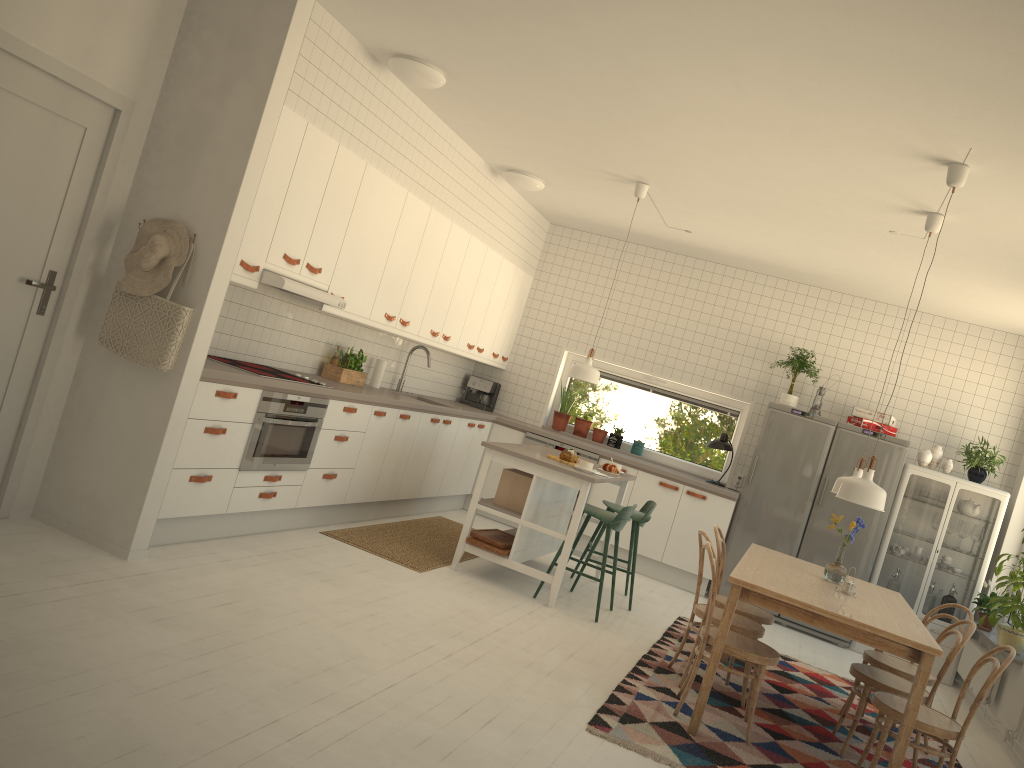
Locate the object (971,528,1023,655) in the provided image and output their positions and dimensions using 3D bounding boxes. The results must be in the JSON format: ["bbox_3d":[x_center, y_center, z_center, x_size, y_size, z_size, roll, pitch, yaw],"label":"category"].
[{"bbox_3d":[3.409,1.378,5.934,0.485,0.841,0.615,17,0,-2],"label":"object"}]

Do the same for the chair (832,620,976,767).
[{"bbox_3d":[1.949,1.497,4.446,0.484,0.810,0.385,17,0,17],"label":"chair"}]

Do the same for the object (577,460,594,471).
[{"bbox_3d":[0.484,0.538,5.830,0.098,0.064,0.094,17,0,-23],"label":"object"}]

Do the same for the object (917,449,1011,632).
[{"bbox_3d":[3.482,1.202,6.906,0.944,1.208,0.261,17,0,35],"label":"object"}]

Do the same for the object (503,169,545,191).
[{"bbox_3d":[0.090,-1.628,7.152,0.351,0.101,0.352,17,0,-29],"label":"object"}]

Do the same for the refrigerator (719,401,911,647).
[{"bbox_3d":[2.520,1.177,7.574,1.146,1.778,0.559,17,0,19],"label":"refrigerator"}]

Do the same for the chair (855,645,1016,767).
[{"bbox_3d":[1.860,1.473,3.947,0.484,0.810,0.385,17,0,22],"label":"chair"}]

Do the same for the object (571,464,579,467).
[{"bbox_3d":[0.431,0.543,5.862,0.132,0.011,0.028,17,0,-32],"label":"object"}]

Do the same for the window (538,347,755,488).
[{"bbox_3d":[1.279,0.305,8.504,1.899,0.816,0.293,17,0,19],"label":"window"}]

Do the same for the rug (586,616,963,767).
[{"bbox_3d":[1.555,1.801,4.818,1.750,0.035,3.023,17,0,19],"label":"rug"}]

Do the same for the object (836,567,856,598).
[{"bbox_3d":[1.731,1.007,4.549,0.095,0.138,0.154,17,0,19],"label":"object"}]

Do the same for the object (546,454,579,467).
[{"bbox_3d":[0.394,0.539,6.110,0.237,0.019,0.306,17,1,36],"label":"object"}]

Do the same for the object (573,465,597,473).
[{"bbox_3d":[0.478,0.566,5.831,0.160,0.020,0.160,17,0,-15],"label":"object"}]

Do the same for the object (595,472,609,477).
[{"bbox_3d":[0.570,0.600,5.971,0.167,0.005,0.167,17,0,15],"label":"object"}]

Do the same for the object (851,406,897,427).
[{"bbox_3d":[3.055,0.282,7.483,0.312,0.082,0.307,17,0,32],"label":"object"}]

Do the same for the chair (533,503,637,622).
[{"bbox_3d":[0.516,1.096,5.848,0.446,0.752,0.485,17,0,19],"label":"chair"}]

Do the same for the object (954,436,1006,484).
[{"bbox_3d":[3.799,0.618,7.201,0.372,0.385,0.372,17,0,38],"label":"object"}]

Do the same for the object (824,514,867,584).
[{"bbox_3d":[1.810,0.898,4.846,0.144,0.388,0.206,17,0,-19],"label":"object"}]

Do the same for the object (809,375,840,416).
[{"bbox_3d":[2.649,0.088,7.548,0.164,0.383,0.154,17,0,42],"label":"object"}]

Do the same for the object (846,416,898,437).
[{"bbox_3d":[3.032,0.361,7.480,0.309,0.082,0.312,17,0,-1],"label":"object"}]

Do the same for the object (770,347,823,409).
[{"bbox_3d":[2.446,-0.060,7.625,0.474,0.545,0.467,17,0,33],"label":"object"}]

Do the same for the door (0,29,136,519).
[{"bbox_3d":[-2.260,-0.402,3.712,0.166,2.033,0.954,17,0,19],"label":"door"}]

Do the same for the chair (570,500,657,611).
[{"bbox_3d":[0.741,1.160,6.420,0.446,0.752,0.485,17,0,4],"label":"chair"}]

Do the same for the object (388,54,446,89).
[{"bbox_3d":[-0.560,-1.812,5.192,0.351,0.101,0.352,17,0,-29],"label":"object"}]

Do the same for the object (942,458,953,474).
[{"bbox_3d":[3.518,0.666,7.165,0.082,0.126,0.082,17,0,-9],"label":"object"}]

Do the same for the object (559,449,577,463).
[{"bbox_3d":[0.384,0.482,6.047,0.086,0.087,0.090,17,0,27],"label":"object"}]

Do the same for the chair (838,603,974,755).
[{"bbox_3d":[2.207,1.572,4.943,0.483,0.810,0.385,17,0,-8],"label":"chair"}]

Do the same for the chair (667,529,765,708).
[{"bbox_3d":[1.135,1.246,4.805,0.483,0.810,0.385,17,0,2],"label":"chair"}]

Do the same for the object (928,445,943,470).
[{"bbox_3d":[3.460,0.606,7.257,0.102,0.206,0.102,17,0,3],"label":"object"}]

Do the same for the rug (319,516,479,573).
[{"bbox_3d":[-0.589,1.147,6.525,0.750,0.004,1.999,17,0,19],"label":"rug"}]

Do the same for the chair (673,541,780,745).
[{"bbox_3d":[1.061,1.227,4.300,0.484,0.810,0.385,17,0,17],"label":"chair"}]

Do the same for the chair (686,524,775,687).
[{"bbox_3d":[1.324,1.300,5.276,0.484,0.810,0.385,17,0,22],"label":"chair"}]
